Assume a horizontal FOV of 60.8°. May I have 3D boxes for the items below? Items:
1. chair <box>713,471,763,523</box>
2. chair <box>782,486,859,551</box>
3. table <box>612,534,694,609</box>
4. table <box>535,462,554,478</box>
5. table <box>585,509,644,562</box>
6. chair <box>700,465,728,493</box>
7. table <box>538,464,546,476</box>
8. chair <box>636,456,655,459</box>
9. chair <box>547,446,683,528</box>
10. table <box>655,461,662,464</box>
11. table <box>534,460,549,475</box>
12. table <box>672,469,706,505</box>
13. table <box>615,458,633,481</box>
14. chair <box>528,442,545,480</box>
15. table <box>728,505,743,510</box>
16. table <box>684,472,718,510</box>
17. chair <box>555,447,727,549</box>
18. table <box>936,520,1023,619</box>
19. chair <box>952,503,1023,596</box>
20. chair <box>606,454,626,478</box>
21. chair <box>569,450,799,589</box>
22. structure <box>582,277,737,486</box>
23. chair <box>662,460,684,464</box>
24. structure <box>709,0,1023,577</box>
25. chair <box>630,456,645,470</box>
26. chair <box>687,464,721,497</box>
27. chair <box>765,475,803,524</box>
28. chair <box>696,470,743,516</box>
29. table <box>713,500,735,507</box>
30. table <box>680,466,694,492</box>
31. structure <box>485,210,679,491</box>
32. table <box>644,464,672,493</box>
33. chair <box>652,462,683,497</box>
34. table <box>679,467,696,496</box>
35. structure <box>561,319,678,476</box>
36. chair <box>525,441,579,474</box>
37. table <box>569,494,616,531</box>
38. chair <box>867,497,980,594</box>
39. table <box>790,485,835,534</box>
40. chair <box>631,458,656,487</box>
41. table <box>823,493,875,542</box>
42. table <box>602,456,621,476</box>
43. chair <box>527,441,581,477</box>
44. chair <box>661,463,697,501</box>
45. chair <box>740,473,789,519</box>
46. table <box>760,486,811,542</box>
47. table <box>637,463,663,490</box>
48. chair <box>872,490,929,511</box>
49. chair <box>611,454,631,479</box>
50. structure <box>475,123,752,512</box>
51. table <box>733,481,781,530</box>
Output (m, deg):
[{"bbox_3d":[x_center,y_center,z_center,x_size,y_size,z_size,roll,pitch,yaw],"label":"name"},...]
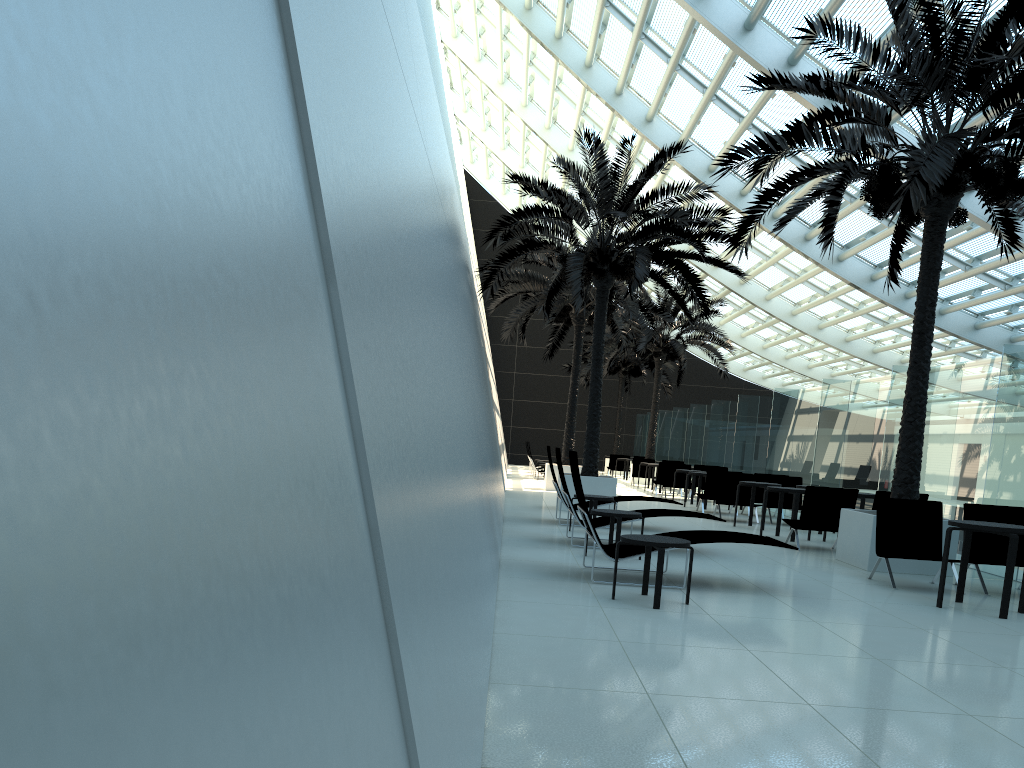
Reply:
[{"bbox_3d":[4.190,2.091,16.105,0.716,0.896,0.880,4,2,0],"label":"chair"},{"bbox_3d":[4.211,1.839,12.022,0.716,0.896,0.880,4,2,0],"label":"chair"},{"bbox_3d":[1.129,1.496,7.001,0.548,0.522,0.555,5,2,43],"label":"table"},{"bbox_3d":[1.090,2.854,28.908,0.548,0.522,0.555,5,2,43],"label":"table"},{"bbox_3d":[1.124,1.656,9.572,0.548,0.522,0.555,5,2,43],"label":"table"},{"bbox_3d":[5.110,2.507,21.769,0.716,0.896,0.880,4,2,0],"label":"chair"},{"bbox_3d":[1.095,2.695,26.337,0.549,0.522,0.554,5,2,38],"label":"table"},{"bbox_3d":[5.090,3.206,33.041,0.716,0.896,0.880,4,2,0],"label":"chair"},{"bbox_3d":[1.522,1.586,13.272,2.036,1.169,0.913,4,3,0],"label":"chair"},{"bbox_3d":[5.119,3.184,31.746,0.673,0.788,0.680,6,3,38],"label":"table"},{"bbox_3d":[1.085,3.019,31.560,0.548,0.522,0.555,5,2,43],"label":"table"},{"bbox_3d":[4.171,2.417,20.463,0.673,0.788,0.680,6,3,38],"label":"table"},{"bbox_3d":[4.152,3.116,31.736,0.673,0.788,0.680,6,3,38],"label":"table"},{"bbox_3d":[1.497,2.466,27.464,2.036,1.169,0.913,4,3,0],"label":"chair"},{"bbox_3d":[5.132,2.394,19.007,0.672,0.788,0.680,6,3,42],"label":"table"},{"bbox_3d":[4.165,2.325,18.997,0.672,0.788,0.680,6,3,42],"label":"table"},{"bbox_3d":[1.526,1.427,10.700,2.036,1.169,0.913,4,3,0],"label":"chair"},{"bbox_3d":[4.194,1.627,7.727,0.681,0.788,0.672,2,3,-43],"label":"table"},{"bbox_3d":[5.133,1.710,8.906,0.716,0.896,0.880,4,2,0],"label":"chair"},{"bbox_3d":[4.171,3.246,34.729,0.716,0.896,0.880,4,2,0],"label":"chair"},{"bbox_3d":[1.531,1.267,8.128,2.036,1.169,0.913,4,3,0],"label":"chair"},{"bbox_3d":[4.808,-0.116,29.168,4.829,7.089,4.389,4,4,-7],"label":"structure"},{"bbox_3d":[5.100,2.853,27.351,0.716,0.896,0.880,4,2,0],"label":"chair"},{"bbox_3d":[4.847,-1.303,10.028,4.798,7.089,4.418,5,4,18],"label":"structure"},{"bbox_3d":[5.102,3.312,34.739,0.716,0.896,0.880,4,2,0],"label":"chair"},{"bbox_3d":[5.122,2.613,23.466,0.716,0.896,0.880,4,2,0],"label":"chair"},{"bbox_3d":[5.120,2.157,16.115,0.716,0.896,0.880,4,2,0],"label":"chair"},{"bbox_3d":[4.201,2.198,17.815,0.716,0.896,0.880,4,2,0],"label":"chair"},{"bbox_3d":[5.139,2.485,20.473,0.673,0.788,0.680,6,3,38],"label":"table"},{"bbox_3d":[5.129,2.833,26.080,0.673,0.788,0.680,6,3,38],"label":"table"},{"bbox_3d":[1.466,-0.751,21.718,4.248,6.962,4.626,7,5,33],"label":"structure"},{"bbox_3d":[4.155,2.675,24.639,0.672,0.788,0.680,6,3,42],"label":"table"},{"bbox_3d":[4.191,2.548,23.456,0.716,0.896,0.880,4,2,0],"label":"chair"},{"bbox_3d":[5.122,2.743,24.649,0.672,0.788,0.680,6,3,42],"label":"table"},{"bbox_3d":[4.820,0.390,37.312,4.469,7.087,4.745,2,4,-22],"label":"structure"},{"bbox_3d":[1.488,2.790,32.688,2.036,1.169,0.913,4,3,0],"label":"chair"},{"bbox_3d":[1.120,1.815,12.144,0.548,0.522,0.555,5,2,43],"label":"table"},{"bbox_3d":[4.202,1.644,8.896,0.716,0.896,0.880,4,2,0],"label":"chair"},{"bbox_3d":[5.149,2.135,14.831,0.673,0.788,0.680,6,3,38],"label":"table"},{"bbox_3d":[4.170,2.787,27.341,0.716,0.896,0.880,4,2,0],"label":"chair"},{"bbox_3d":[5.143,2.035,13.214,0.672,0.788,0.680,6,3,42],"label":"table"},{"bbox_3d":[4.135,3.374,35.912,0.681,0.788,0.672,2,3,-43],"label":"table"},{"bbox_3d":[1.492,2.626,30.036,2.036,1.169,0.913,4,3,0],"label":"chair"},{"bbox_3d":[4.180,2.441,21.759,0.716,0.896,0.880,4,2,0],"label":"chair"},{"bbox_3d":[5.132,2.264,17.824,0.716,0.896,0.880,4,2,0],"label":"chair"},{"bbox_3d":[4.175,1.966,13.204,0.672,0.788,0.680,6,3,42],"label":"table"},{"bbox_3d":[4.162,2.764,26.070,0.673,0.788,0.680,6,3,38],"label":"table"},{"bbox_3d":[5.142,1.904,12.031,0.716,0.896,0.880,4,2,0],"label":"chair"},{"bbox_3d":[4.160,3.140,33.032,0.716,0.896,0.880,4,2,0],"label":"chair"},{"bbox_3d":[1.679,-1.078,15.724,4.655,6.901,4.220,3,4,-22],"label":"structure"},{"bbox_3d":[4.181,2.067,14.821,0.673,0.788,0.680,6,3,38],"label":"table"}]
